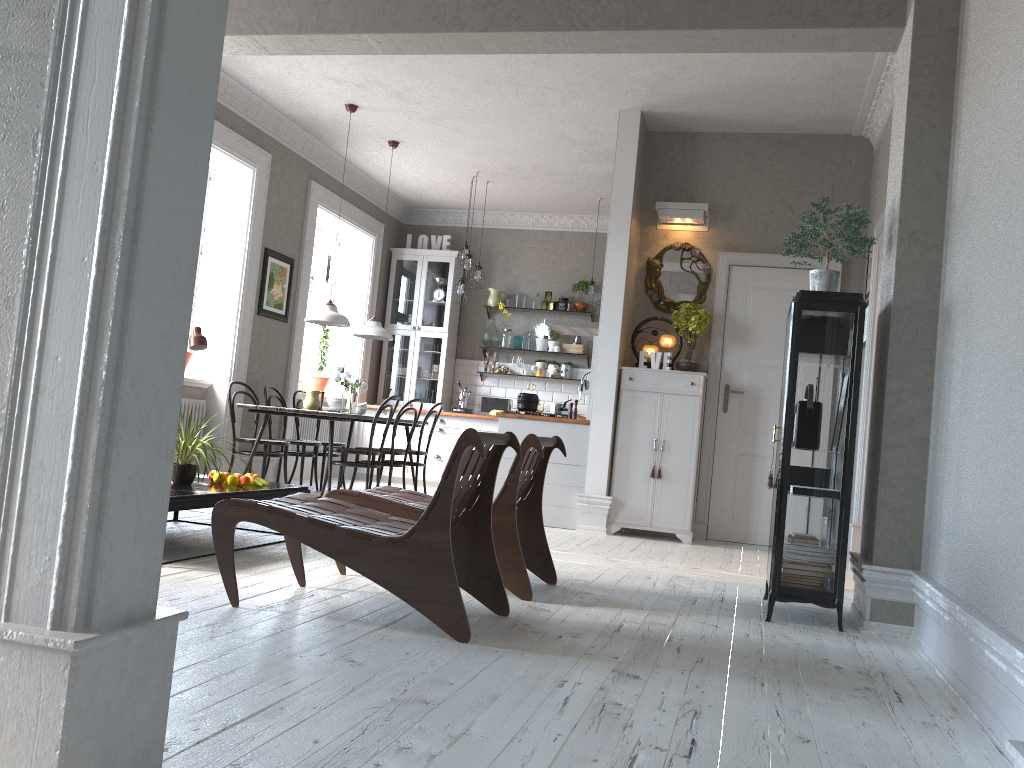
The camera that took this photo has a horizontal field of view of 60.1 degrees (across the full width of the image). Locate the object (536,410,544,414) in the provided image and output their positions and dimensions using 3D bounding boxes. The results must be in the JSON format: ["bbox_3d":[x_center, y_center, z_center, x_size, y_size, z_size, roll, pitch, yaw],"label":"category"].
[{"bbox_3d":[0.320,0.324,10.159,0.060,0.120,0.128,3,-4,38],"label":"object"}]

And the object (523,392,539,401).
[{"bbox_3d":[0.219,0.151,10.153,0.208,0.101,0.068,4,-3,20],"label":"object"}]

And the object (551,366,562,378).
[{"bbox_3d":[0.528,-0.139,10.287,0.120,0.147,0.099,7,-3,-18],"label":"object"}]

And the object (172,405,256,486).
[{"bbox_3d":[-1.608,0.309,4.470,0.718,0.420,0.675,4,-4,32],"label":"object"}]

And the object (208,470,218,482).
[{"bbox_3d":[-1.592,0.494,4.736,0.066,0.066,0.071,4,-3,19],"label":"object"}]

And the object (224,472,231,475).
[{"bbox_3d":[-1.547,0.506,4.792,0.057,0.058,0.058,6,-3,-3],"label":"object"}]

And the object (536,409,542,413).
[{"bbox_3d":[0.296,0.316,10.173,0.126,0.056,0.060,5,-3,6],"label":"object"}]

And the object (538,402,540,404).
[{"bbox_3d":[0.294,0.224,10.166,0.051,0.050,0.050,4,-3,24],"label":"object"}]

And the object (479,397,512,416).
[{"bbox_3d":[-0.193,0.274,10.303,0.348,0.226,0.089,5,-3,13],"label":"object"}]

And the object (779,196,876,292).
[{"bbox_3d":[1.497,-0.641,4.197,0.407,0.506,0.405,4,-4,30],"label":"object"}]

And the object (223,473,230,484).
[{"bbox_3d":[-1.527,0.505,4.731,0.058,0.056,0.060,5,-3,1],"label":"object"}]

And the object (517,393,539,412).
[{"bbox_3d":[0.129,0.151,7.248,0.191,0.147,0.192,6,-3,-6],"label":"object"}]

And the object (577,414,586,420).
[{"bbox_3d":[0.789,0.393,9.799,0.225,0.127,0.148,6,-3,-3],"label":"object"}]

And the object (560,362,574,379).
[{"bbox_3d":[0.644,-0.157,10.361,0.157,0.213,0.154,5,-3,12],"label":"object"}]

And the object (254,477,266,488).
[{"bbox_3d":[-1.345,0.523,4.710,0.058,0.053,0.060,4,-3,21],"label":"object"}]

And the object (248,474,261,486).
[{"bbox_3d":[-1.386,0.516,4.760,0.073,0.064,0.077,2,-4,45],"label":"object"}]

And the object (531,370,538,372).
[{"bbox_3d":[0.257,-0.135,10.301,0.077,0.051,0.077,5,-3,7],"label":"object"}]

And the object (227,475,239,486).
[{"bbox_3d":[-1.471,0.504,4.668,0.063,0.063,0.060,9,-4,-44],"label":"object"}]

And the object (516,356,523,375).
[{"bbox_3d":[0.086,-0.214,10.357,0.082,0.217,0.082,6,-3,0],"label":"object"}]

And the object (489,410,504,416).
[{"bbox_3d":[-0.159,0.337,10.080,0.195,0.083,0.191,5,-3,15],"label":"object"}]

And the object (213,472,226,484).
[{"bbox_3d":[-1.541,0.495,4.662,0.069,0.066,0.071,4,-4,29],"label":"object"}]

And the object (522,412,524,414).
[{"bbox_3d":[0.171,0.337,10.047,0.114,0.111,0.110,7,-3,-18],"label":"object"}]

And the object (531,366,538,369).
[{"bbox_3d":[0.261,-0.178,10.303,0.077,0.051,0.077,5,-3,0],"label":"object"}]

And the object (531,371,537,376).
[{"bbox_3d":[0.255,-0.118,10.300,0.077,0.051,0.077,5,-3,7],"label":"object"}]

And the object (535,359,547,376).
[{"bbox_3d":[0.332,-0.189,10.419,0.157,0.217,0.155,6,-3,-6],"label":"object"}]

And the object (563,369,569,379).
[{"bbox_3d":[0.626,-0.115,10.243,0.077,0.108,0.078,5,-3,8],"label":"object"}]

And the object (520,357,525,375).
[{"bbox_3d":[0.107,-0.208,10.445,0.082,0.217,0.082,6,-3,0],"label":"object"}]

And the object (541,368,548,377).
[{"bbox_3d":[0.384,-0.134,10.328,0.077,0.108,0.078,5,-3,8],"label":"object"}]

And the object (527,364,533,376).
[{"bbox_3d":[0.206,-0.164,10.360,0.079,0.139,0.078,6,-3,-13],"label":"object"}]

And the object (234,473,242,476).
[{"bbox_3d":[-1.485,0.511,4.787,0.063,0.058,0.060,7,-4,-31],"label":"object"}]

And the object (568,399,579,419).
[{"bbox_3d":[0.490,0.198,7.075,0.072,0.167,0.036,5,-3,14],"label":"object"}]

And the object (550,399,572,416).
[{"bbox_3d":[0.447,0.198,7.408,0.178,0.134,0.297,8,-4,-41],"label":"object"}]

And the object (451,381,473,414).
[{"bbox_3d":[-0.582,0.165,10.312,0.204,0.370,0.357,5,-3,15],"label":"object"}]

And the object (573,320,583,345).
[{"bbox_3d":[0.775,-0.594,10.315,0.131,0.288,0.130,6,-3,-1],"label":"object"}]

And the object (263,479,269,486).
[{"bbox_3d":[-1.359,0.536,4.832,0.046,0.037,0.068,3,-4,41],"label":"object"}]

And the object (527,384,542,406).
[{"bbox_3d":[0.206,0.208,10.178,0.352,0.426,0.351,6,-3,-1],"label":"object"}]

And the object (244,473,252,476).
[{"bbox_3d":[-1.431,0.516,4.821,0.060,0.062,0.063,6,-3,-4],"label":"object"}]

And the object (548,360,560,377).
[{"bbox_3d":[0.483,-0.172,10.391,0.170,0.214,0.150,2,-4,44],"label":"object"}]

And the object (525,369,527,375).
[{"bbox_3d":[0.193,-0.133,10.438,0.076,0.083,0.079,4,-4,32],"label":"object"}]

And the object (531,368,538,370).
[{"bbox_3d":[0.259,-0.153,10.302,0.076,0.051,0.079,3,-4,33],"label":"object"}]

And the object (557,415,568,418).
[{"bbox_3d":[0.557,0.353,9.909,0.231,0.174,0.222,3,-4,36],"label":"object"}]

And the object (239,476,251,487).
[{"bbox_3d":[-1.410,0.513,4.678,0.056,0.058,0.057,3,-4,39],"label":"object"}]

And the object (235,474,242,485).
[{"bbox_3d":[-1.459,0.511,4.731,0.056,0.058,0.059,5,-3,5],"label":"object"}]
